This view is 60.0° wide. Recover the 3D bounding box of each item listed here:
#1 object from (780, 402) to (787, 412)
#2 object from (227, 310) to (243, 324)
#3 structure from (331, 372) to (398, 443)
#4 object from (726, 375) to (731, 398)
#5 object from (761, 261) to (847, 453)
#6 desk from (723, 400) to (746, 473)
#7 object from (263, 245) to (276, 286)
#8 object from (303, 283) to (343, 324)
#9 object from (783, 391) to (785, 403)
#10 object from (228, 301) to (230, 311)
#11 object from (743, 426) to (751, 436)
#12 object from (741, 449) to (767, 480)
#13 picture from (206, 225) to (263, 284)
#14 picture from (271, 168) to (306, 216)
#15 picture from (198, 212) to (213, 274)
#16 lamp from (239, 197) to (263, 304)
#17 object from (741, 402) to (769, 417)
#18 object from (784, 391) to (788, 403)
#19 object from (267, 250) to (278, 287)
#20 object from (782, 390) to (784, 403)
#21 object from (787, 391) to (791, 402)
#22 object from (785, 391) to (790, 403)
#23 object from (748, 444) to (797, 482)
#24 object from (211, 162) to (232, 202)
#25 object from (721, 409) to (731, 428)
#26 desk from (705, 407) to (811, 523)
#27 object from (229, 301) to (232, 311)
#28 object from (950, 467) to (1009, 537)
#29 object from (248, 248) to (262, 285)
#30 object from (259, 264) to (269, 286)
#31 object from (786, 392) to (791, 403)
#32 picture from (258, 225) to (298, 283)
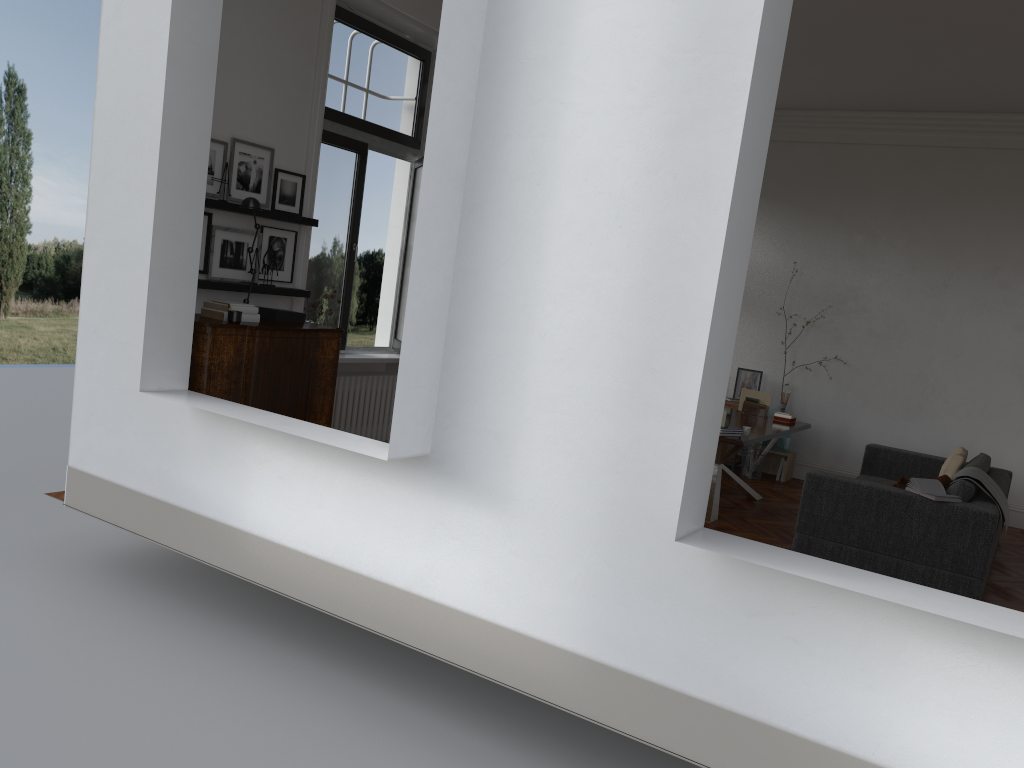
[{"bbox_3d":[2.622,0.225,8.566,0.058,0.091,0.058,10,7,17],"label":"object"},{"bbox_3d":[-1.734,-0.417,5.544,0.091,0.077,0.091,8,7,4],"label":"object"},{"bbox_3d":[-1.514,0.299,7.687,0.225,0.780,1.452,12,8,30],"label":"structure"},{"bbox_3d":[2.405,0.013,10.017,0.112,0.303,0.111,5,8,-23],"label":"object"},{"bbox_3d":[3.187,-0.263,9.575,0.807,2.064,0.353,9,8,11],"label":"object"},{"bbox_3d":[1.819,0.459,10.132,1.794,0.760,0.647,12,8,30],"label":"desk"},{"bbox_3d":[-1.735,-0.845,6.318,0.040,0.299,0.118,12,8,30],"label":"object"},{"bbox_3d":[-1.560,-0.532,7.169,0.317,0.601,0.540,8,7,1],"label":"object"},{"bbox_3d":[2.616,0.160,8.534,0.008,0.193,0.049,13,9,35],"label":"object"},{"bbox_3d":[-1.758,-0.453,5.522,0.010,0.139,0.045,12,8,28],"label":"object"},{"bbox_3d":[1.868,0.376,7.083,0.082,0.065,0.064,3,9,-38],"label":"object"},{"bbox_3d":[2.575,0.875,9.493,0.261,0.305,0.260,7,7,-5],"label":"object"},{"bbox_3d":[-1.909,-0.884,6.112,0.020,0.366,0.433,12,8,30],"label":"picture"},{"bbox_3d":[-1.617,-1.382,6.419,0.020,0.304,0.289,12,8,30],"label":"picture"},{"bbox_3d":[-2.116,-0.930,5.752,0.020,0.407,0.373,12,8,30],"label":"picture"},{"bbox_3d":[-1.749,-0.827,5.915,0.174,0.804,0.489,7,7,-5],"label":"lamp"},{"bbox_3d":[2.402,0.219,8.717,0.228,0.167,0.149,12,8,30],"label":"object"},{"bbox_3d":[2.645,0.157,8.580,0.038,0.195,0.008,3,9,-33],"label":"object"},{"bbox_3d":[-1.725,-0.833,6.393,0.040,0.262,0.110,12,8,30],"label":"object"},{"bbox_3d":[2.619,0.153,8.580,0.008,0.196,0.032,6,8,-15],"label":"object"},{"bbox_3d":[2.657,0.162,8.549,0.036,0.195,0.008,15,10,42],"label":"object"},{"bbox_3d":[2.653,0.160,8.573,0.044,0.194,0.008,4,8,-29],"label":"object"},{"bbox_3d":[2.844,0.876,9.751,0.434,0.317,0.341,12,8,30],"label":"object"},{"bbox_3d":[-1.909,-1.332,5.836,0.040,0.261,0.174,12,8,30],"label":"object"},{"bbox_3d":[1.659,0.265,7.011,0.082,0.126,0.275,8,6,4],"label":"object"},{"bbox_3d":[1.841,0.695,7.926,1.028,0.753,2.225,12,7,30],"label":"desk"},{"bbox_3d":[-1.740,-0.455,5.504,0.010,0.119,0.050,13,9,33],"label":"object"},{"bbox_3d":[3.406,0.839,6.439,0.399,0.388,0.751,12,8,30],"label":"object"},{"bbox_3d":[-1.797,-0.821,6.206,0.040,0.261,0.124,12,8,30],"label":"object"},{"bbox_3d":[-1.745,-0.769,6.257,0.040,0.161,0.066,12,8,30],"label":"object"},{"bbox_3d":[2.650,0.164,8.537,0.008,0.193,0.049,3,9,-35],"label":"object"},{"bbox_3d":[-1.705,-0.936,6.437,0.020,0.385,0.343,12,8,30],"label":"picture"}]
